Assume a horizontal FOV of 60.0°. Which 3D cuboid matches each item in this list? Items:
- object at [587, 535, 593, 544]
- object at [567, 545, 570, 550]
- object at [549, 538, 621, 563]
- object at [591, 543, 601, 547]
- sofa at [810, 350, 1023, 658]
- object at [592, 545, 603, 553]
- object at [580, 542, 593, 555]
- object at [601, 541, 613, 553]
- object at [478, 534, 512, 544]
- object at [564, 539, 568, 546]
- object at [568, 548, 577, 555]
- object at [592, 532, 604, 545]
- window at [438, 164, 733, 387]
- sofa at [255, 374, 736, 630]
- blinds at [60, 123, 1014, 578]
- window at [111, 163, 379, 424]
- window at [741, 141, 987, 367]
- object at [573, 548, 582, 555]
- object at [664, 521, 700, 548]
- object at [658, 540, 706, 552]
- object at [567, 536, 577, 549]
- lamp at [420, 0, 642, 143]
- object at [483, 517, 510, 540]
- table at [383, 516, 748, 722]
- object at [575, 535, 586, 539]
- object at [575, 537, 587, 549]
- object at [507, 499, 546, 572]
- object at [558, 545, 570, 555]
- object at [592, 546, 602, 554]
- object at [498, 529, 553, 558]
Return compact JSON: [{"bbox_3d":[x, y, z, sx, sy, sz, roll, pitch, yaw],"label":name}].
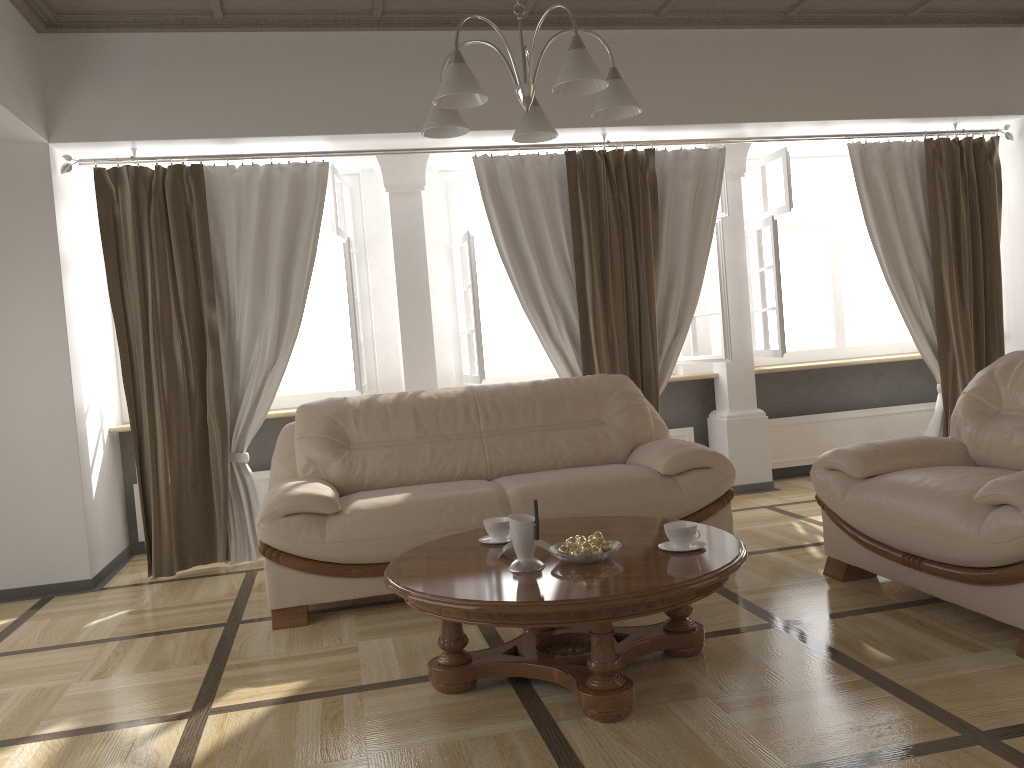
[{"bbox_3d":[0.259,0.503,2.841,0.039,0.039,0.041,-3,3,38],"label":"object"},{"bbox_3d":[0.186,0.525,2.793,0.038,0.040,0.040,-3,3,39],"label":"object"},{"bbox_3d":[0.229,0.527,2.770,0.227,0.039,0.227,-4,2,13],"label":"object"},{"bbox_3d":[0.263,0.519,2.806,0.040,0.038,0.039,-4,2,13],"label":"object"},{"bbox_3d":[1.895,0.336,3.274,1.052,0.900,1.318,-5,2,-12],"label":"sofa"},{"bbox_3d":[0.262,0.521,2.765,0.039,0.039,0.040,-5,2,-22],"label":"object"},{"bbox_3d":[0.224,0.499,2.678,0.038,0.042,0.038,-5,2,-3],"label":"object"},{"bbox_3d":[0.298,0.511,2.783,0.039,0.039,0.040,-5,2,-1],"label":"object"},{"bbox_3d":[-0.044,0.550,3.137,0.150,0.010,0.150,-6,2,-26],"label":"object"},{"bbox_3d":[0.188,0.513,2.831,0.041,0.038,0.039,-3,2,32],"label":"object"},{"bbox_3d":[0.194,0.526,2.740,0.038,0.040,0.039,-5,2,-21],"label":"object"},{"bbox_3d":[0.269,0.485,2.782,0.038,0.044,0.038,-5,2,-5],"label":"object"},{"bbox_3d":[0.470,-0.747,5.840,1.759,1.500,0.784,-5,2,-12],"label":"window"},{"bbox_3d":[-0.114,0.461,4.288,2.135,0.900,1.051,-5,2,-12],"label":"sofa"},{"bbox_3d":[0.536,-0.333,5.262,5.765,2.294,0.285,-5,2,-12],"label":"blinds"},{"bbox_3d":[-1.659,-0.558,5.389,1.600,1.500,0.781,-5,2,-12],"label":"window"},{"bbox_3d":[2.414,-0.918,6.227,1.653,1.500,0.782,-5,2,-12],"label":"window"},{"bbox_3d":[0.207,0.521,2.704,0.041,0.039,0.039,-6,3,-34],"label":"object"},{"bbox_3d":[0.536,0.481,2.803,0.105,0.071,0.114,-4,2,3],"label":"object"},{"bbox_3d":[0.539,0.515,2.809,0.150,0.010,0.150,-5,2,-22],"label":"object"},{"bbox_3d":[0.192,0.496,2.768,0.040,0.039,0.038,-6,2,-27],"label":"object"},{"bbox_3d":[0.034,-1.410,2.840,0.713,1.094,0.741,-5,2,-12],"label":"lamp"},{"bbox_3d":[-0.044,0.515,3.140,0.105,0.071,0.114,-3,3,39],"label":"object"},{"bbox_3d":[0.182,0.742,2.912,1.169,0.392,1.167,-5,2,-16],"label":"table"},{"bbox_3d":[0.221,0.505,2.850,0.038,0.040,0.040,-6,2,-33],"label":"object"},{"bbox_3d":[0.214,0.491,2.729,0.037,0.041,0.040,-4,2,12],"label":"object"},{"bbox_3d":[0.036,0.458,2.721,0.119,0.210,0.119,-6,3,-34],"label":"object"},{"bbox_3d":[0.161,0.523,2.764,0.037,0.040,0.041,-5,2,1],"label":"object"},{"bbox_3d":[0.252,0.515,2.701,0.041,0.041,0.038,-6,2,-27],"label":"object"},{"bbox_3d":[0.040,0.490,2.909,0.178,0.133,0.104,-4,2,3],"label":"object"}]
